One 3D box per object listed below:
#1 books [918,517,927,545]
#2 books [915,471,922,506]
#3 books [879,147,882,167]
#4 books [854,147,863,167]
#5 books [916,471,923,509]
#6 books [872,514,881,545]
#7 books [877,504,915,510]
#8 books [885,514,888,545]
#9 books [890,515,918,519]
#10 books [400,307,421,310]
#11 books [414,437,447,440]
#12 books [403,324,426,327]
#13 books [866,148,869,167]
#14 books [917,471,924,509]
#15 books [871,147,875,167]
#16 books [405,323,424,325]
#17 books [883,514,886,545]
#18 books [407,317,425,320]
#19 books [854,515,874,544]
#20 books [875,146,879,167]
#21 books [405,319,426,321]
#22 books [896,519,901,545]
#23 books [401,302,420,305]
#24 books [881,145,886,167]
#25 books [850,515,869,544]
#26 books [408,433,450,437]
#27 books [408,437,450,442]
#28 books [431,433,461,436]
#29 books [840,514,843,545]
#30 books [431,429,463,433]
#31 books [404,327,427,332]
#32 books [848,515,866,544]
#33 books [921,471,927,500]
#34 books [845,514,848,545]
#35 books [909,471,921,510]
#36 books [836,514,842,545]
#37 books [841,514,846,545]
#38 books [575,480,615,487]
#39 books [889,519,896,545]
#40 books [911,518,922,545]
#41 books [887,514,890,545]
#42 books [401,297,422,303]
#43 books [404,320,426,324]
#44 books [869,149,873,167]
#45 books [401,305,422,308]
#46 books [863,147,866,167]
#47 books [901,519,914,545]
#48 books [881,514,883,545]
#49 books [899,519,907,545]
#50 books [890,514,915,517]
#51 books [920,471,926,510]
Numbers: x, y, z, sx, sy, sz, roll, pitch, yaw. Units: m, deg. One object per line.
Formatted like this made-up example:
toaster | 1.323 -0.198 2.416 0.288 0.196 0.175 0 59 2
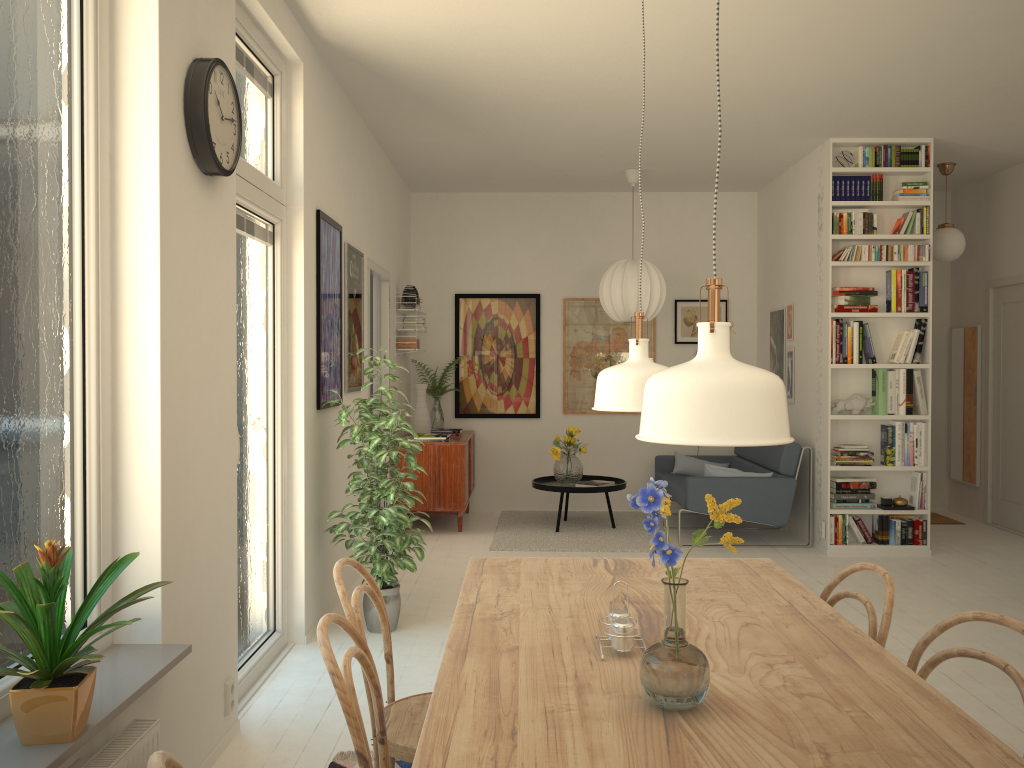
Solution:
books | 2.882 1.035 6.301 0.032 0.176 0.230 0 1 1
books | 2.848 0.747 6.294 0.030 0.256 0.198 0 1 1
books | 2.562 -1.577 6.258 0.024 0.148 0.188 0 1 1
books | 2.430 -1.578 6.242 0.026 0.149 0.155 0 1 1
books | 2.857 0.748 6.259 0.033 0.258 0.130 0 1 1
books | 2.569 1.015 6.283 0.015 0.214 0.202 0 1 1
books | 2.694 0.865 6.231 0.214 0.023 0.130 0 1 1
books | 2.614 1.015 6.284 0.015 0.214 0.202 0 1 1
books | 2.754 0.938 6.283 0.193 0.012 0.130 0 1 1
books | -0.844 -0.623 7.382 0.159 0.028 0.147 0 1 -2
books | -0.663 0.421 6.997 0.296 0.015 0.240 0 1 0
books | -0.843 -0.503 7.682 0.168 0.021 0.197 0 1 3
books | 2.468 -1.571 6.233 0.023 0.137 0.161 0 1 1
books | 2.877 0.746 6.286 0.008 0.256 0.184 0 1 1
books | 2.513 -1.574 6.261 0.018 0.141 0.206 0 1 1
books | -0.843 -0.519 7.698 0.147 0.012 0.195 0 1 -2
books | 2.599 1.016 6.277 0.015 0.214 0.202 0 1 1
books | -0.832 -0.567 7.687 0.147 0.016 0.195 0 1 -2
books | 2.478 1.030 6.283 0.131 0.188 0.136 0 1 1
books | 2.536 -1.576 6.242 0.028 0.147 0.192 0 1 1
books | -0.838 -0.553 7.689 0.153 0.013 0.197 0 1 3
books | 2.695 1.035 6.291 0.032 0.176 0.222 0 1 1
books | -0.845 -0.668 7.377 0.155 0.024 0.136 0 1 -6
books | 2.585 -1.581 6.265 0.024 0.156 0.228 0 1 1
books | 2.445 1.026 6.277 0.118 0.192 0.118 0 1 1
books | -0.652 0.406 6.996 0.311 0.015 0.192 0 1 4
books | -0.653 0.437 6.997 0.320 0.020 0.237 0 1 -3
books | -0.630 0.423 7.614 0.371 0.022 0.259 0 1 1
books | 2.310 1.020 6.297 0.012 0.206 0.193 0 1 1
books | -0.616 0.402 7.620 0.368 0.020 0.255 0 1 3
books | -0.837 -0.474 7.690 0.179 0.037 0.190 0 1 0
books | 2.415 1.022 6.284 0.135 0.200 0.134 0 1 1
books | 2.892 0.747 6.265 0.011 0.256 0.139 0 1 1
books | 2.342 1.016 6.282 0.010 0.215 0.193 0 1 1
books | 2.839 0.747 6.292 0.034 0.257 0.209 0 1 1
books | 2.294 1.019 6.283 0.020 0.211 0.185 0 1 1
books | 2.327 1.016 6.297 0.021 0.215 0.174 0 1 1
books | 0.665 0.804 7.084 0.200 0.031 0.289 1 2 35
books | 2.659 1.033 6.297 0.044 0.179 0.224 0 1 1
books | 2.837 1.034 6.284 0.056 0.180 0.202 0 1 1
books | 2.629 1.015 6.290 0.015 0.214 0.202 0 1 1
books | -0.833 -0.698 7.370 0.178 0.036 0.145 0 1 -6
books | -0.840 -0.536 7.683 0.173 0.023 0.190 0 1 0
books | 2.492 -1.570 6.275 0.025 0.131 0.253 0 1 1
books | -0.835 -0.647 7.383 0.158 0.019 0.131 0 1 3
books | 2.450 -1.577 6.258 0.013 0.146 0.208 0 1 1
books | 2.785 1.038 6.304 0.050 0.170 0.221 0 1 1
books | 2.584 1.015 6.290 0.015 0.214 0.202 0 1 1
books | 2.735 1.041 6.291 0.048 0.163 0.209 0 1 1
books | 2.740 0.930 6.265 0.165 0.006 0.103 0 1 1
books | 2.884 0.746 6.274 0.007 0.257 0.181 0 1 1
